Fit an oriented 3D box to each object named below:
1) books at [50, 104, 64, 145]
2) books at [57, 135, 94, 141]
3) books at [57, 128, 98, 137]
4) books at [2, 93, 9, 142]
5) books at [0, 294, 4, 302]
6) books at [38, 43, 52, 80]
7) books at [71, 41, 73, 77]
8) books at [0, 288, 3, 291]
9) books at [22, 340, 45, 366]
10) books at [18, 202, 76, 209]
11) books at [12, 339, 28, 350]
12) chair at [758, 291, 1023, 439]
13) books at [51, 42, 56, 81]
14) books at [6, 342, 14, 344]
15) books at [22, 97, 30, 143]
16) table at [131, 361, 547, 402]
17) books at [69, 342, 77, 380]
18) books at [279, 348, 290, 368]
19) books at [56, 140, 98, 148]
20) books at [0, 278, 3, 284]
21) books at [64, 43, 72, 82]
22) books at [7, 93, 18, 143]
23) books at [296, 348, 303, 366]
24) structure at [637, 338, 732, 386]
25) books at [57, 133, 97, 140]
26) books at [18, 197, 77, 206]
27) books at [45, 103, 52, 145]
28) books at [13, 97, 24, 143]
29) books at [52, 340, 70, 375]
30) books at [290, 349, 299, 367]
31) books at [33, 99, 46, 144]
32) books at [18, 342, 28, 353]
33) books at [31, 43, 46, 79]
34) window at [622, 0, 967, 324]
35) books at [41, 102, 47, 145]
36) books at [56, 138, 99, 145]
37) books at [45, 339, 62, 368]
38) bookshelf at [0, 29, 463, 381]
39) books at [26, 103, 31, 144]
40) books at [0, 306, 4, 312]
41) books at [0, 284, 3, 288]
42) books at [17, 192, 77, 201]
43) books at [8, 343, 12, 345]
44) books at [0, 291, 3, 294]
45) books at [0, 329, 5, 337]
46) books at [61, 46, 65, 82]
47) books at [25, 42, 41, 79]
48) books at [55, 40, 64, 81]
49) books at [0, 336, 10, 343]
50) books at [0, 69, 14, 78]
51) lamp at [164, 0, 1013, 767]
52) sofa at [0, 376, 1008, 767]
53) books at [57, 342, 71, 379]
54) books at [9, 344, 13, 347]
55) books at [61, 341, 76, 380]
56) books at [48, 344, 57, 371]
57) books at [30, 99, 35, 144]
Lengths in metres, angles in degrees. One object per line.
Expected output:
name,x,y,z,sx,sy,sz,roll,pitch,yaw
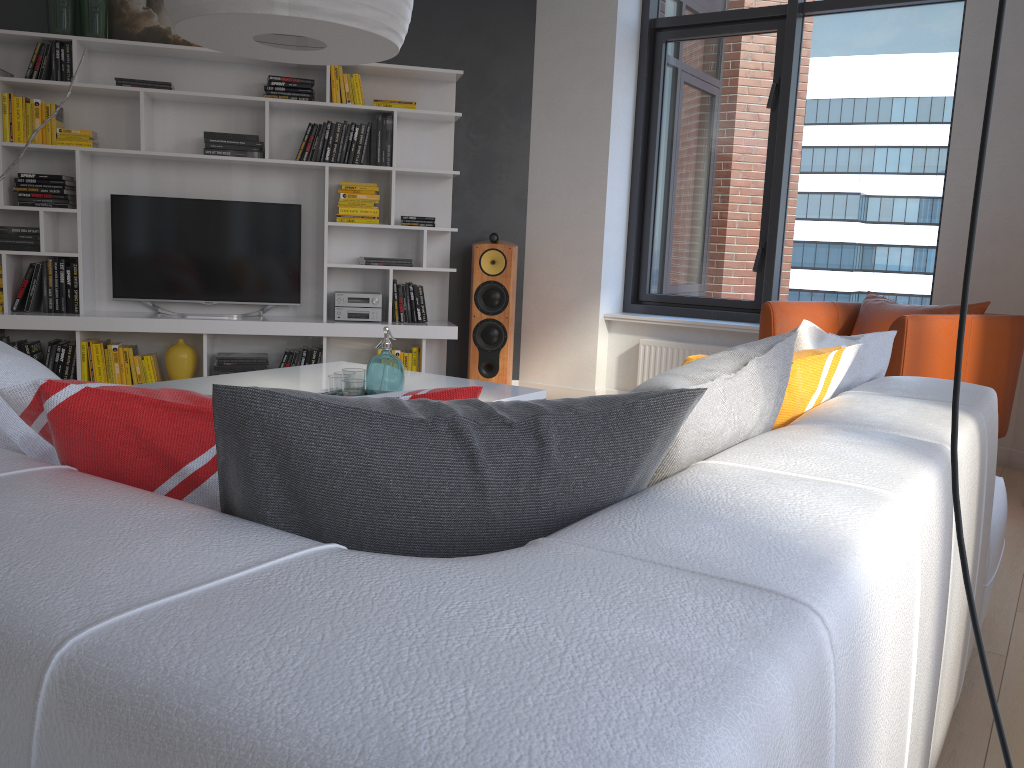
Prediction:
books,-2.626,-1.486,5.125,0.024,0.234,0.172,1,9,-12
books,-2.522,-1.418,5.128,0.169,0.018,0.113,1,9,-11
books,-2.523,-1.457,5.150,0.186,0.026,0.138,1,9,-13
books,-2.856,-1.504,5.058,0.029,0.270,0.204,1,9,-12
books,-3.087,-0.513,5.194,0.255,0.044,0.198,1,9,-12
books,-2.644,-1.819,5.053,0.074,0.212,0.154,1,9,-13
books,-2.492,-1.826,5.080,0.019,0.230,0.174,1,9,-12
books,-3.096,-0.559,5.178,0.228,0.024,0.152,1,9,-8
books,-2.792,-0.124,5.200,0.083,0.249,0.191,1,9,-12
books,-2.700,-1.036,5.162,0.263,0.026,0.189,0,9,-14
books,-2.856,-0.127,5.190,0.066,0.255,0.193,1,9,-13
chair,1.747,0.012,4.150,0.843,0.858,0.896,-1,9,-25
books,-2.597,-1.821,5.064,0.021,0.221,0.156,1,9,-12
books,-2.931,-0.120,5.178,0.053,0.240,0.189,1,9,-12
books,-2.769,-1.501,5.094,0.015,0.263,0.199,1,9,-12
table,-0.626,0.229,3.351,1.091,0.435,1.091,8,10,32
books,-2.576,-0.128,5.265,0.066,0.260,0.197,1,9,-12
books,-1.435,-0.100,5.508,0.104,0.234,0.182,1,9,-12
books,-2.522,-1.384,5.150,0.190,0.033,0.147,1,9,-12
books,-3.074,-0.609,5.191,0.250,0.035,0.185,1,9,-9
books,-2.521,-1.820,5.082,0.038,0.218,0.169,1,9,-12
books,-2.831,-1.506,5.072,0.025,0.270,0.213,1,9,-12
books,-1.333,-0.098,5.508,0.069,0.242,0.172,1,9,-12
structure,1.446,0.022,5.340,1.474,0.460,0.110,8,10,32
books,-2.518,-1.435,5.142,0.187,0.014,0.134,1,9,-12
books,-2.698,-1.061,5.160,0.270,0.025,0.189,1,9,-13
books,-2.651,-1.486,5.116,0.024,0.234,0.172,1,9,-12
books,-2.798,-1.499,5.086,0.044,0.255,0.198,1,9,-12
books,-2.672,-0.127,5.244,0.075,0.254,0.192,1,9,-13
books,-1.370,-0.097,5.513,0.081,0.233,0.169,1,9,-13
books,-2.703,-1.495,5.104,0.035,0.250,0.185,1,9,-12
books,-2.826,-0.119,5.190,0.066,0.242,0.177,1,9,-13
books,-2.675,-1.821,5.059,0.087,0.214,0.171,1,9,-12
window,1.669,-1.566,5.398,1.960,2.402,0.170,8,10,32
books,-2.675,-1.489,5.114,0.023,0.239,0.169,1,9,-12
books,-2.521,-1.407,5.150,0.196,0.011,0.148,1,9,-12
books,-2.717,-0.131,5.237,0.066,0.260,0.197,1,9,-12
bookshelf,-1.823,-0.929,5.314,3.000,2.052,0.455,1,9,-12
books,-2.747,-1.481,5.080,0.024,0.229,0.156,1,9,-13
books,-3.085,-0.449,5.190,0.270,0.029,0.204,1,9,-8
books,-3.086,-0.583,5.195,0.251,0.019,0.180,1,9,-12
books,-2.708,-1.092,5.172,0.266,0.030,0.209,0,9,-14
books,-2.906,-0.118,5.177,0.049,0.236,0.170,1,9,-12
books,-3.091,-0.544,5.203,0.263,0.015,0.198,1,9,-9
books,-3.050,-0.160,5.154,0.128,0.321,0.259,1,9,-12
books,-2.550,-1.812,5.076,0.021,0.200,0.147,1,9,-12
books,-2.705,-1.821,5.046,0.096,0.213,0.166,0,9,-14
books,-2.574,-1.828,5.073,0.025,0.232,0.176,1,9,-12
books,-2.962,-0.136,5.173,0.053,0.268,0.202,1,9,-13
books,-2.980,-1.741,4.983,0.268,0.046,0.208,1,9,-9
lamp,-0.031,-0.502,1.031,0.710,2.647,3.199,-1,9,-21
sofa,-0.698,0.236,2.365,3.424,0.732,2.614,8,10,32
books,-2.644,-0.120,5.238,0.071,0.243,0.179,1,9,-14
books,-2.882,-0.120,5.174,0.050,0.242,0.169,1,9,-13
books,-2.609,-0.124,5.257,0.084,0.249,0.191,1,9,-12
books,-2.691,-0.116,5.216,0.069,0.242,0.172,1,9,-12
books,-2.730,-1.496,5.101,0.019,0.251,0.180,1,9,-12
